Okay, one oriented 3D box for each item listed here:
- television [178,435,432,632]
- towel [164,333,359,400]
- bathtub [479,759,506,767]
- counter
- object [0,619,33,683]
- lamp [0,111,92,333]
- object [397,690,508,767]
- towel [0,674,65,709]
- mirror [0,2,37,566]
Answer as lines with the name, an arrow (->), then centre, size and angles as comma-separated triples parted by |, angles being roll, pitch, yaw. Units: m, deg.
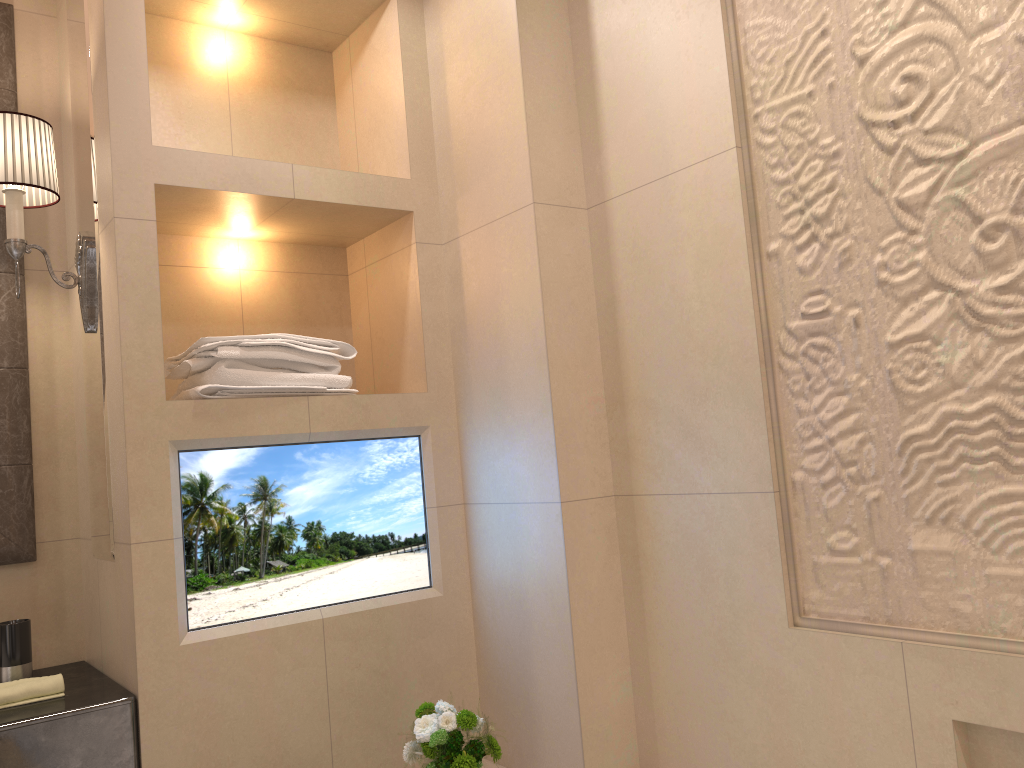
television -> -0.438, 0.308, 1.945 | 0.564, 0.360, 0.025 | -2, -6, -36
towel -> 0.312, -0.485, 0.893 | 0.517, 0.726, 3.195 | -2, -6, -36
bathtub -> 0.430, 1.008, 0.783 | 1.060, 0.540, 2.662 | -2, -6, -36
counter -> -1.335, 1.052, 1.420 | 1.330, 0.858, 0.543 | -2, -6, -36
object -> -1.027, 0.559, 1.832 | 0.063, 0.134, 0.063 | -5, -5, -4
lamp -> -1.021, -0.328, 1.874 | 0.223, 0.444, 0.174 | -2, -6, -36
object -> -0.114, 0.737, 1.776 | 0.229, 0.252, 0.197 | -5, -5, 5
towel -> -0.950, 0.591, 1.709 | 0.149, 0.039, 0.096 | -2, -6, -35
mirror -> -1.592, -0.241, 1.735 | 1.131, 1.321, 0.041 | -2, -6, -36
